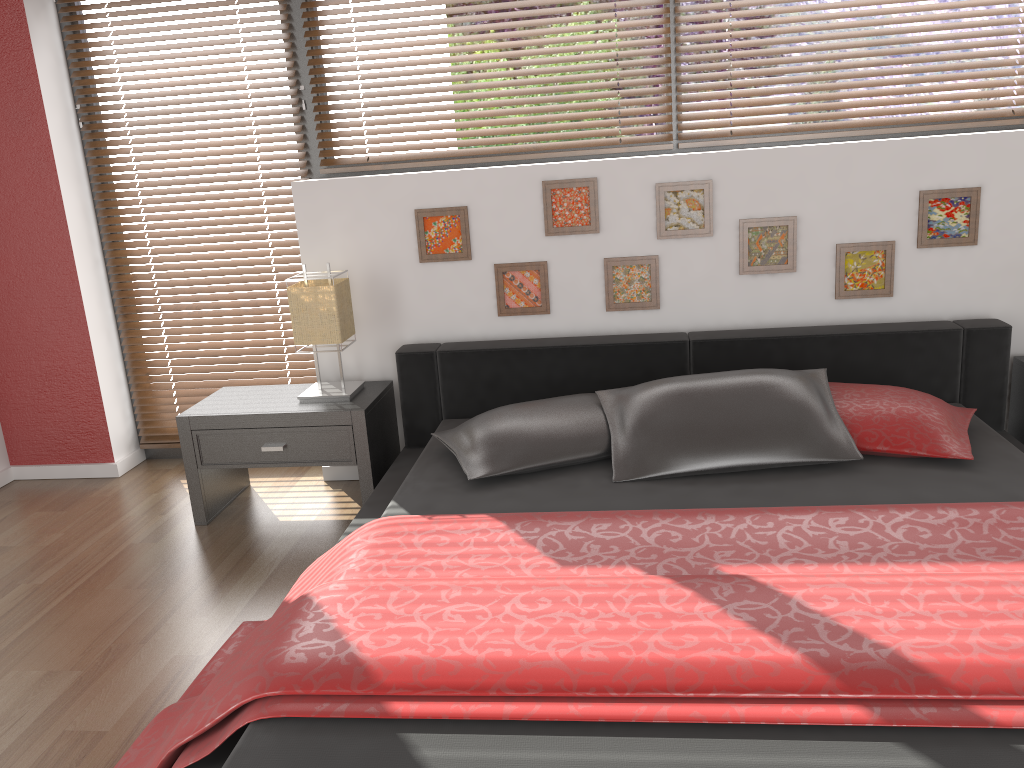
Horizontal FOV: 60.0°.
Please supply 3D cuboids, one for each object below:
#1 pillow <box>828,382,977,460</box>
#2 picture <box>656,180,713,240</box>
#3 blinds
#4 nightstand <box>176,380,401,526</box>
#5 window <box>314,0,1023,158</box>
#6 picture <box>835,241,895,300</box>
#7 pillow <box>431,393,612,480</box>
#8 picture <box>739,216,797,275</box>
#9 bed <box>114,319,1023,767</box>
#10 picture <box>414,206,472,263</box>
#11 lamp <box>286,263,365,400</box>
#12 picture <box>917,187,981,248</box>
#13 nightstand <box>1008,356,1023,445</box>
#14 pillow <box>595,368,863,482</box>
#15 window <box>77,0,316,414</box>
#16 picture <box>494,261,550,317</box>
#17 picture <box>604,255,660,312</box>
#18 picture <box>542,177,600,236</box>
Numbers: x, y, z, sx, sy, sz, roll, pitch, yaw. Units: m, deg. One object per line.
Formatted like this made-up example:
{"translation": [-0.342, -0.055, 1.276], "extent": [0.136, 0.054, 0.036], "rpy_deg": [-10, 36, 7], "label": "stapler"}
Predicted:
{"translation": [1.054, 0.100, 2.801], "extent": [0.745, 0.172, 0.418], "rpy_deg": [3, 17, 26], "label": "pillow"}
{"translation": [0.623, -0.628, 3.202], "extent": [0.200, 0.200, 0.010], "rpy_deg": [-2, 15, 8], "label": "picture"}
{"translation": [0.642, -0.765, 3.461], "extent": [4.840, 1.952, 0.032], "rpy_deg": [-2, 15, 8], "label": "blinds"}
{"translation": [-0.822, 0.257, 3.370], "extent": [0.700, 0.423, 0.413], "rpy_deg": [-2, 15, 8], "label": "nightstand"}
{"translation": [0.613, -1.340, 3.376], "extent": [2.817, 0.786, 0.020], "rpy_deg": [-2, 15, 8], "label": "window"}
{"translation": [1.266, -0.408, 3.184], "extent": [0.200, 0.200, 0.010], "rpy_deg": [-2, 15, 8], "label": "picture"}
{"translation": [0.144, 0.148, 2.871], "extent": [0.745, 0.172, 0.418], "rpy_deg": [-9, 16, -16], "label": "pillow"}
{"translation": [0.923, -0.499, 3.201], "extent": [0.200, 0.200, 0.010], "rpy_deg": [-2, 15, 8], "label": "picture"}
{"translation": [0.386, 0.399, 2.215], "extent": [2.469, 0.577, 2.413], "rpy_deg": [-2, 15, 8], "label": "bed"}
{"translation": [-0.258, -0.560, 3.330], "extent": [0.200, 0.200, 0.010], "rpy_deg": [-2, 15, 8], "label": "picture"}
{"translation": [-0.692, -0.204, 3.268], "extent": [0.200, 0.480, 0.200], "rpy_deg": [-2, 15, 8], "label": "lamp"}
{"translation": [1.528, -0.581, 3.103], "extent": [0.200, 0.200, 0.010], "rpy_deg": [-2, 15, 8], "label": "picture"}
{"translation": [2.126, 0.147, 2.975], "extent": [0.700, 0.423, 0.413], "rpy_deg": [-2, 15, 8], "label": "nightstand"}
{"translation": [0.638, 0.102, 2.707], "extent": [0.744, 0.241, 0.386], "rpy_deg": [-3, 15, 3], "label": "pillow"}
{"translation": [-1.283, -0.745, 3.776], "extent": [0.889, 1.893, 0.020], "rpy_deg": [-2, 15, 8], "label": "window"}
{"translation": [0.039, -0.358, 3.349], "extent": [0.200, 0.200, 0.010], "rpy_deg": [-2, 15, 8], "label": "picture"}
{"translation": [0.446, -0.373, 3.295], "extent": [0.200, 0.200, 0.010], "rpy_deg": [-2, 15, 8], "label": "picture"}
{"translation": [0.216, -0.648, 3.247], "extent": [0.200, 0.200, 0.010], "rpy_deg": [-2, 15, 8], "label": "picture"}
